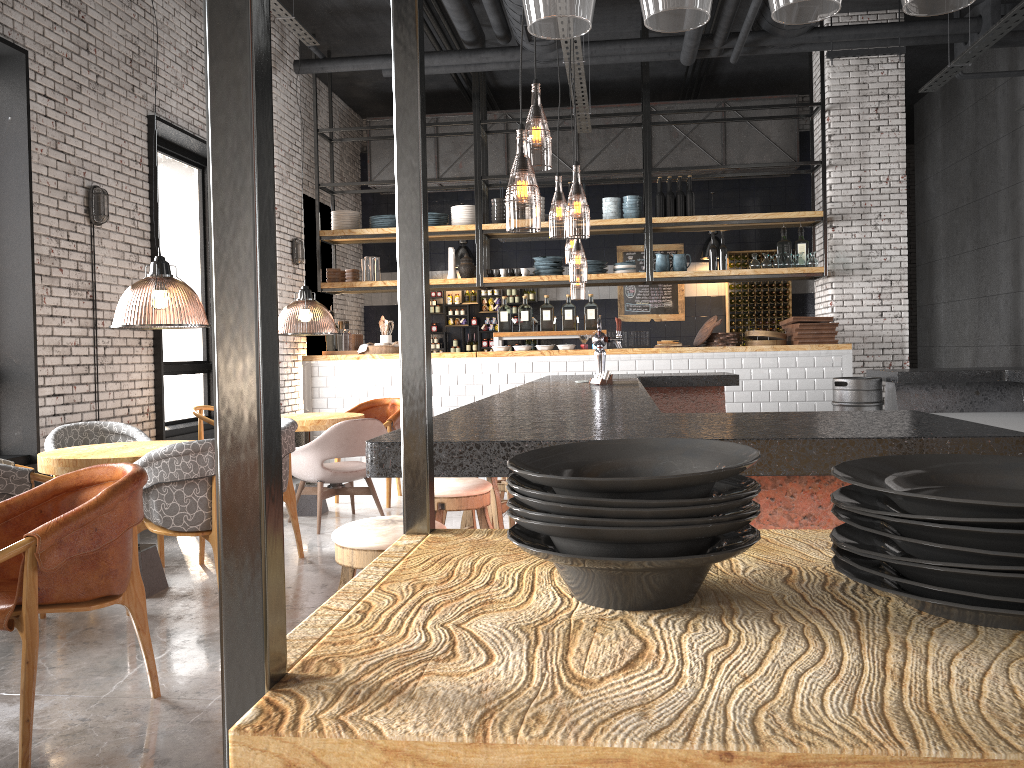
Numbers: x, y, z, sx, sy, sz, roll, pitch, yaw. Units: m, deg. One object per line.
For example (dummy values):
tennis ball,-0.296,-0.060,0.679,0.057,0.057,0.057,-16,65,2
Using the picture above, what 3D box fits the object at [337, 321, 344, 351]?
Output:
object,-1.929,-0.525,10.024,0.070,0.367,0.107,-1,1,6

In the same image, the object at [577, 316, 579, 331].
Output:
object,0.725,-0.670,9.782,0.024,0.164,0.062,-1,1,-3

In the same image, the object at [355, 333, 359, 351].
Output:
object,-1.772,-0.456,10.085,0.056,0.249,0.056,-2,1,-31

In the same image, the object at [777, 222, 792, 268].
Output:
object,3.039,-1.540,9.903,0.157,0.554,0.106,-1,1,11

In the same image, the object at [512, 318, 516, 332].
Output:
object,0.014,-0.658,9.868,0.032,0.164,0.080,-2,1,-22

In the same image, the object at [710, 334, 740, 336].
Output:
object,2.287,-0.527,9.600,0.458,0.019,0.407,0,3,40

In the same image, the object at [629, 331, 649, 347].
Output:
object,1.390,-0.493,9.726,0.181,0.168,0.170,-2,1,-13

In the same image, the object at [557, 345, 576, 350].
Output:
object,0.585,-0.396,9.550,0.216,0.060,0.324,-1,2,7

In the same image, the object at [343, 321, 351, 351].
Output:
object,-1.864,-0.526,10.017,0.070,0.367,0.107,-1,1,6

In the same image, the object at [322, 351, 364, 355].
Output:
object,-1.903,-0.353,10.128,0.411,0.050,0.411,-1,2,6

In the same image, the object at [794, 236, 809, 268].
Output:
object,3.229,-1.470,9.896,0.157,0.405,0.106,-1,1,11

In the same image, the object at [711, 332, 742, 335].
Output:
object,2.269,-0.543,9.600,0.458,0.019,0.407,-3,3,-36

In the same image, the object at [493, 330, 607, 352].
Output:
object,0.436,-0.311,9.905,1.250,0.551,0.315,-1,1,7

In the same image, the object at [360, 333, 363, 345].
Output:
object,-1.751,-0.463,10.258,0.056,0.249,0.056,-2,1,-31

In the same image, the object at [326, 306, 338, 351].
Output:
object,-2.035,-0.616,10.021,0.106,0.554,0.157,-1,1,6

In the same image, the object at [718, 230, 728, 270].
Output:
object,2.371,-1.490,9.967,0.098,0.471,0.098,-1,1,14

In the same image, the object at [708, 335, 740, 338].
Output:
object,2.294,-0.511,9.598,0.407,0.019,0.458,-3,3,-41

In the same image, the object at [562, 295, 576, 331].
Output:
object,0.633,-0.792,9.869,0.154,0.404,0.154,-1,1,6

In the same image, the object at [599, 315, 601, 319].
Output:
object,0.966,-0.674,9.751,0.034,0.164,0.061,0,1,40

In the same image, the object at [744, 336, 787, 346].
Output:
object,2.718,-0.460,9.508,0.437,0.097,0.437,0,2,32

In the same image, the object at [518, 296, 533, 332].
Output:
object,0.150,-0.783,9.923,0.154,0.404,0.154,-1,1,6

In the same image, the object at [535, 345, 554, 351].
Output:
object,0.357,-0.391,9.594,0.216,0.055,0.324,-1,2,7

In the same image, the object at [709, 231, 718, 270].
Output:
object,2.264,-1.488,9.979,0.098,0.471,0.098,-1,1,-5

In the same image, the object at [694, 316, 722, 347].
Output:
object,2.093,-0.565,9.514,0.242,0.338,0.488,-1,2,-7

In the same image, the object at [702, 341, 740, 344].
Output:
object,2.286,-0.447,9.602,0.458,0.019,0.407,0,2,35

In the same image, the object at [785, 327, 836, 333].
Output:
object,3.167,-0.574,9.441,0.405,0.044,0.636,-1,2,7

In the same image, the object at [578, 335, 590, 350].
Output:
object,0.777,-0.453,9.556,0.122,0.165,0.112,0,2,41

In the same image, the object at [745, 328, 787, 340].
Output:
object,2.720,-0.528,9.510,0.440,0.154,0.437,-3,2,-36

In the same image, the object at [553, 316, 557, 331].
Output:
object,0.482,-0.667,9.834,0.031,0.164,0.046,-1,1,32

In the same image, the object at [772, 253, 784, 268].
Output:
object,2.920,-1.350,9.732,0.118,0.181,0.118,0,2,40

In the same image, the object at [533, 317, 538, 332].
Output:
object,0.252,-0.663,9.856,0.077,0.164,0.039,-2,1,-39

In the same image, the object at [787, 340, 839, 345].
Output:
object,3.170,-0.441,9.443,0.405,0.044,0.636,-1,2,2

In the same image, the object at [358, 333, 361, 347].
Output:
object,-1.761,-0.460,10.172,0.056,0.249,0.056,-2,1,-31

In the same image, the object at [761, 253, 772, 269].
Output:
object,2.799,-1.348,9.756,0.118,0.181,0.118,-2,1,-34

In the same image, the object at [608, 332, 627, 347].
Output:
object,1.153,-0.486,9.662,0.181,0.168,0.170,-1,2,17

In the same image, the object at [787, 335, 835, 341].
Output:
object,3.169,-0.485,9.443,0.405,0.044,0.636,-1,2,9

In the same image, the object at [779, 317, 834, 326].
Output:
object,3.106,-0.660,9.383,0.406,0.094,0.637,-1,2,4

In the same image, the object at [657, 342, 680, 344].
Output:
object,1.712,-0.446,9.635,0.230,0.016,0.557,-1,2,13

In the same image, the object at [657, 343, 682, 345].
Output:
object,1.703,-0.432,9.635,0.214,0.013,0.521,-1,2,3

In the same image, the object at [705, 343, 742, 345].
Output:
object,2.306,-0.431,9.592,0.407,0.019,0.458,-2,2,-21

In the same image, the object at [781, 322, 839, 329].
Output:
object,3.166,-0.618,9.441,0.405,0.044,0.636,-1,2,0

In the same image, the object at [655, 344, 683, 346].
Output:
object,1.711,-0.420,9.640,0.276,0.019,0.514,-1,2,12

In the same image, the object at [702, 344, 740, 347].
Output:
object,2.291,-0.415,9.601,0.458,0.019,0.407,1,3,42

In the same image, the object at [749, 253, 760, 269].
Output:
object,2.680,-1.347,9.788,0.118,0.181,0.118,-2,1,-29

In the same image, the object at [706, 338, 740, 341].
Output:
object,2.251,-0.478,9.591,0.407,0.019,0.458,0,2,20

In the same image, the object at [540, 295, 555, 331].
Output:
object,0.392,-0.788,9.902,0.154,0.404,0.154,-1,1,6

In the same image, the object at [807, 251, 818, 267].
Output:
object,3.279,-1.355,9.668,0.118,0.181,0.118,-1,1,31

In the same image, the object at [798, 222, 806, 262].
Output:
object,3.226,-1.546,9.890,0.140,0.550,0.097,-1,1,11

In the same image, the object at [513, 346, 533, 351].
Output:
object,0.116,-0.387,9.601,0.216,0.059,0.324,-1,2,7

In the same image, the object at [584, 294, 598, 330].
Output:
object,0.880,-0.796,9.843,0.154,0.404,0.154,-1,1,6

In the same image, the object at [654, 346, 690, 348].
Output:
object,1.751,-0.403,9.589,0.458,0.019,0.407,-3,3,-41

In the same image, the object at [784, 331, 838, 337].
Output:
object,3.168,-0.530,9.442,0.405,0.044,0.636,-1,2,3

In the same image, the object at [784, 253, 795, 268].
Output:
object,3.041,-1.353,9.731,0.118,0.181,0.118,-2,1,-17

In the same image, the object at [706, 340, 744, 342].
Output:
object,2.279,-0.463,9.602,0.458,0.019,0.407,-2,2,-25

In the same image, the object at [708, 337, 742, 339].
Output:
object,2.267,-0.495,9.601,0.458,0.019,0.407,-3,3,-40

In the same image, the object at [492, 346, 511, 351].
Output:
object,-0.114,-0.382,9.641,0.216,0.055,0.324,-1,2,7

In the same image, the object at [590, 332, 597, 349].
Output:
object,0.899,-0.464,9.470,0.128,0.189,0.123,-1,1,16

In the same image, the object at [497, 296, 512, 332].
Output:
object,-0.080,-0.779,9.958,0.154,0.404,0.154,-1,1,6
